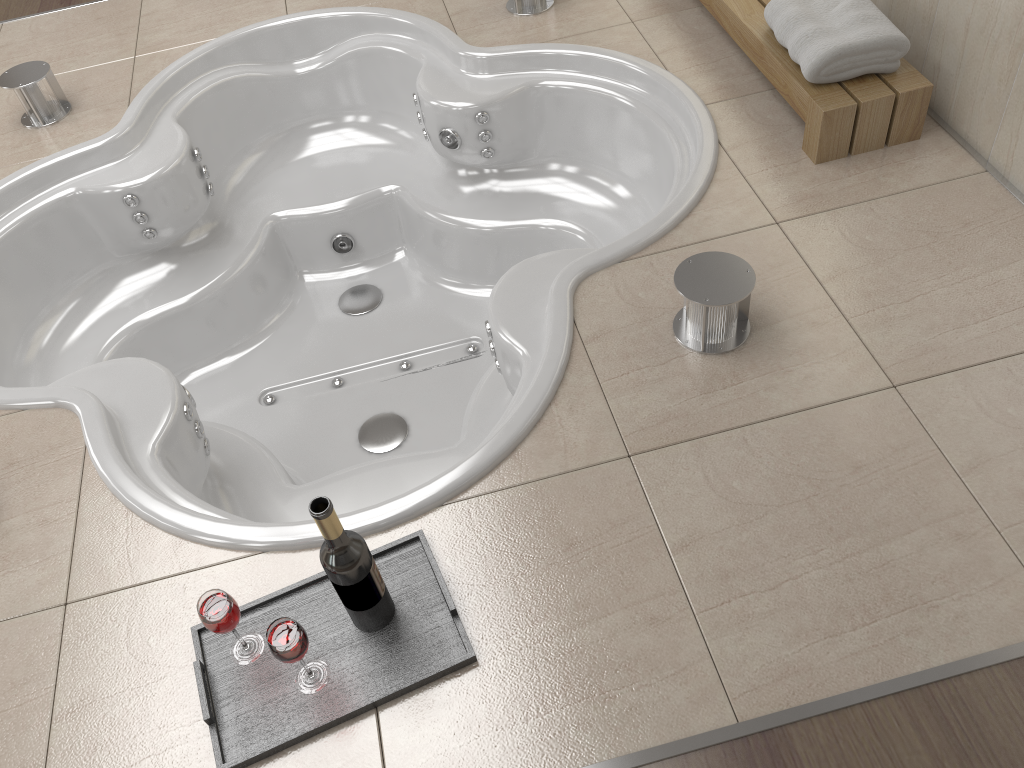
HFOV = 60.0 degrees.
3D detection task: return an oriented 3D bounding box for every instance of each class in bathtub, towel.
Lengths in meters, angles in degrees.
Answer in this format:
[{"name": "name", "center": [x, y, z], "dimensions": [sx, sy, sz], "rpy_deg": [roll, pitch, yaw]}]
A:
[{"name": "bathtub", "center": [-0.462, -0.252, 2.441], "dimensions": [1.754, 0.674, 1.751], "rpy_deg": [21, 55, 25]}, {"name": "towel", "center": [0.749, -0.835, 2.083], "dimensions": [0.233, 0.099, 0.331], "rpy_deg": [-11, 48, -1]}]

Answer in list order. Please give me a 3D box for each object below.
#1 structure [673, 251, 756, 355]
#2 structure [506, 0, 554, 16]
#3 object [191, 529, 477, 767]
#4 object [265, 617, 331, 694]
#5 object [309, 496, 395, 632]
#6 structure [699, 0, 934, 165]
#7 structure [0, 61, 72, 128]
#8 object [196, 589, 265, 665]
[{"name": "structure", "center": [0.386, -0.156, 1.704], "dimensions": [0.150, 0.131, 0.150], "rpy_deg": [-7, 48, 3]}, {"name": "structure", "center": [0.049, -1.222, 2.704], "dimensions": [0.150, 0.131, 0.150], "rpy_deg": [-22, 49, -10]}, {"name": "object", "center": [-0.286, 0.400, 1.380], "dimensions": [0.400, 0.040, 0.250], "rpy_deg": [-22, 49, -10]}, {"name": "object", "center": [-0.314, 0.397, 1.298], "dimensions": [0.055, 0.153, 0.055], "rpy_deg": [-20, 49, -8]}, {"name": "object", "center": [-0.240, 0.263, 1.302], "dimensions": [0.070, 0.307, 0.070], "rpy_deg": [32, 60, 31]}, {"name": "structure", "center": [0.675, -1.040, 2.437], "dimensions": [0.260, 0.140, 1.280], "rpy_deg": [-14, 48, -4]}, {"name": "structure", "center": [-1.402, -0.852, 2.609], "dimensions": [0.150, 0.131, 0.150], "rpy_deg": [31, 60, 31]}, {"name": "object", "center": [-0.426, 0.367, 1.343], "dimensions": [0.055, 0.153, 0.055], "rpy_deg": [-20, 49, -8]}]
